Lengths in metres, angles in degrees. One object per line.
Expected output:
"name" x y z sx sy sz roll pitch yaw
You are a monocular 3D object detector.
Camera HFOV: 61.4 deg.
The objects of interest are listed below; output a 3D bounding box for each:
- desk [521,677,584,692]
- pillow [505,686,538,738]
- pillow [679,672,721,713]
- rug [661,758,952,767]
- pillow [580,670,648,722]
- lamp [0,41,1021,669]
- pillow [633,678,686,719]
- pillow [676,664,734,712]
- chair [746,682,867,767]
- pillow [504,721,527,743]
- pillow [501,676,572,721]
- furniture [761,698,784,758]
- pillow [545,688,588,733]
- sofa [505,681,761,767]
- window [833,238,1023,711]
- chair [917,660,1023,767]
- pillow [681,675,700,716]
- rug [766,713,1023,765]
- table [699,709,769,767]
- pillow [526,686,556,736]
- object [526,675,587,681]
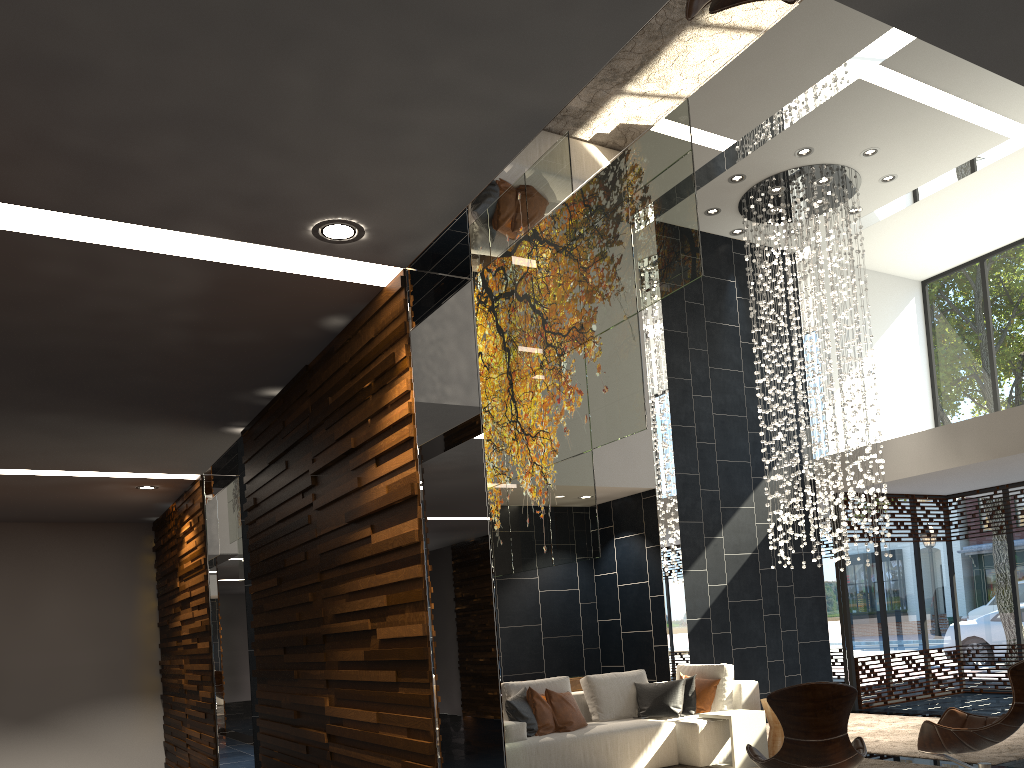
"desk" -0.117 3.625 9.325 2.246 0.728 1.024 5 -14 -30
"pillow" 0.099 2.773 7.289 0.257 0.401 0.569 -6 -12 16
"pillow" 1.711 2.925 8.137 0.268 0.400 0.536 1 -12 -34
"rug" 1.254 3.321 7.315 3.217 0.006 6.116 5 -18 -29
"pillow" 1.016 2.940 8.148 0.719 0.425 0.298 3 -10 -29
"lamp" -4.196 -44.109 6.514 398.535 110.603 415.037 -3 -15 -5
"pillow" 1.367 2.917 7.973 0.510 0.355 0.305 -8 -9 19
"pillow" 1.841 2.919 8.296 0.218 0.443 0.737 -1 -12 -29
"chair" 1.753 2.136 4.938 0.675 0.902 0.813 -4 -9 -3
"pillow" -0.135 2.872 7.153 0.240 0.146 0.644 5 -17 -34
"pillow" 0.237 2.858 7.698 0.720 0.440 0.254 3 -9 -30
"furniture" 2.494 3.134 7.876 0.393 0.506 0.403 -5 -8 4
"pillow" 0.476 2.835 7.521 0.272 0.400 0.530 -8 -12 29
"sofa" 0.928 3.116 7.731 2.854 0.662 1.336 5 -16 -30
"window" 6.686 0.479 9.112 2.353 5.835 6.345 -1 -10 -30
"chair" 3.175 2.300 5.857 0.799 0.903 0.686 -8 -9 27
"pillow" 1.519 2.933 8.073 0.562 0.403 0.259 -10 -9 27
"rug" 3.930 3.564 8.816 2.339 0.006 3.541 5 -18 -29
"table" 1.941 3.106 7.552 0.400 0.452 0.412 1 -10 -30
"pillow" 0.275 2.795 7.419 0.246 0.416 0.561 -7 -11 24
"object" 0.532 3.314 9.704 0.709 0.025 0.251 2 -17 -19
